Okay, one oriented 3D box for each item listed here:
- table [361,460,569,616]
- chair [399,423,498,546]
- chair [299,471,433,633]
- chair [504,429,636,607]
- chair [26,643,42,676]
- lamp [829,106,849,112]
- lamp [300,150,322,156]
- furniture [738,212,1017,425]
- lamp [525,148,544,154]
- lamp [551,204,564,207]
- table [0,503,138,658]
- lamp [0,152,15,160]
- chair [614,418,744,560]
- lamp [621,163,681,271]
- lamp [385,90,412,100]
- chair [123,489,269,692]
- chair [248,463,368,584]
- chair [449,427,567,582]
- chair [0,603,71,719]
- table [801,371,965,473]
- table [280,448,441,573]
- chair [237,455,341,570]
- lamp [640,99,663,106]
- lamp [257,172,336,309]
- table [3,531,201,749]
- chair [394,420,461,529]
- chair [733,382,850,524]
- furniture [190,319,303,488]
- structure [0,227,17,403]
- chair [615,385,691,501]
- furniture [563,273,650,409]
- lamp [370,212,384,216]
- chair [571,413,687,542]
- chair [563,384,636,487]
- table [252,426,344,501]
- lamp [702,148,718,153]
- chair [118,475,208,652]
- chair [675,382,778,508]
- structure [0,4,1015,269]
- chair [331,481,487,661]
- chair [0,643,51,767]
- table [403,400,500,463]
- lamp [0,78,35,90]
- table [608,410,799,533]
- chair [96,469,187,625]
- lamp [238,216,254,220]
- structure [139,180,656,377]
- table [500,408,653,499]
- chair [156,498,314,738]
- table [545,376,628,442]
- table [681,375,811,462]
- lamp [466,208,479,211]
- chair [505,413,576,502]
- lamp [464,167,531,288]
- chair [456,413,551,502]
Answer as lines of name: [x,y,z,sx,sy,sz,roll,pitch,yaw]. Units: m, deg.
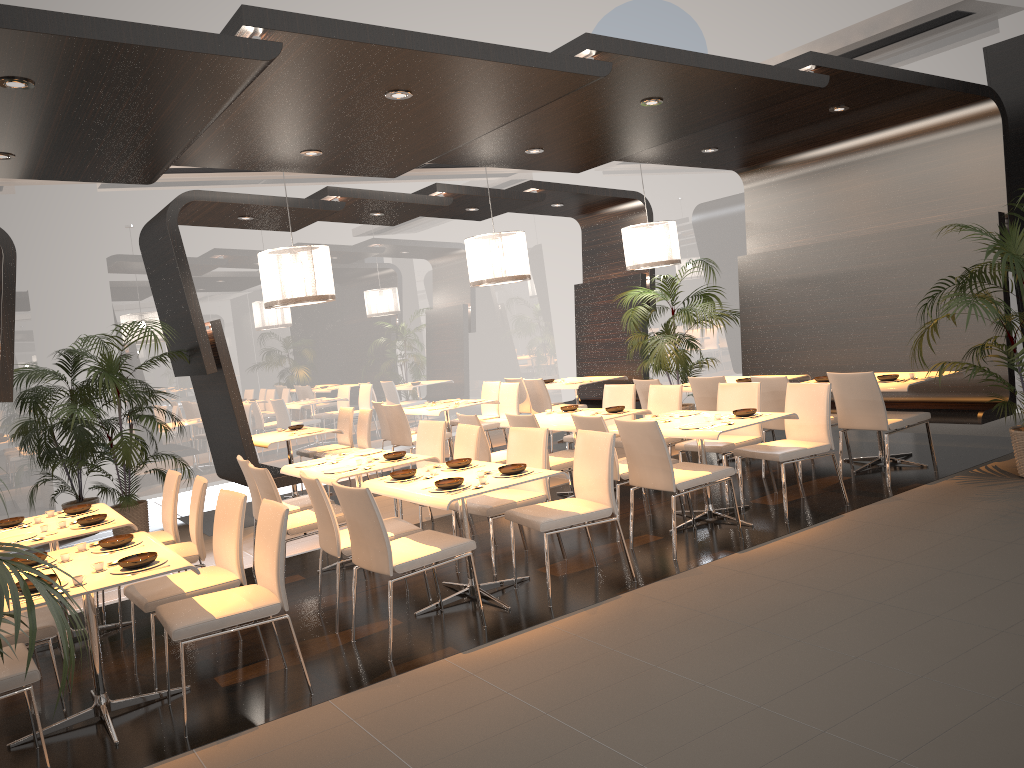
table: [-0.270,0.911,5.276,0.804,0.725,1.143,-9,3,-32]
chair: [-0.502,0.778,6.488,0.608,0.874,0.482,-8,1,-25]
chair: [-0.889,0.917,5.265,0.608,0.870,0.482,-8,1,-25]
chair: [0.326,0.758,5.251,0.608,0.870,0.482,-8,1,-25]
chair: [-3.024,1.226,4.891,0.608,0.869,0.482,-8,1,-35]
lamp: [2.763,-2.338,7.469,0.162,0.050,0.161,-9,4,-27]
lamp: [-1.482,-1.717,6.520,0.161,0.050,0.160,-10,5,-38]
furniture: [3.151,-0.552,8.430,0.761,1.674,2.892,-8,3,-32]
lamp: [0.192,-2.017,7.602,0.162,0.050,0.161,-9,4,-27]
lamp: [0.582,-2.319,11.387,0.162,0.056,0.161,-10,5,-38]
table: [-2.787,1.231,5.443,0.804,0.725,1.143,-9,3,-32]
lamp: [-3.151,-1.417,5.441,0.161,0.050,0.160,-10,5,-38]
chair: [1.076,0.620,5.820,0.608,0.874,0.482,-8,1,-30]
lamp: [1.511,-2.302,10.202,0.627,1.931,0.627,-8,0,0]
lamp: [-0.675,-1.730,5.249,0.162,0.050,0.161,-9,4,-27]
chair: [-1.692,1.067,4.699,0.608,0.874,0.482,-8,1,-35]
chair: [-1.401,0.931,5.991,0.608,0.869,0.482,-8,1,-30]
chair: [-0.048,0.767,5.830,0.608,0.874,0.482,-8,1,-35]
chair: [-2.512,1.206,4.246,0.608,0.870,0.482,-8,1,-25]
table: [3.076,0.312,7.426,0.804,0.725,1.143,-9,3,-32]
table: [-1.098,0.929,6.512,0.804,0.725,1.143,-9,3,-32]
chair: [-1.664,0.925,6.549,0.608,0.870,0.482,-8,1,-25]
lamp: [0.999,-2.030,6.330,0.162,0.050,0.161,-9,4,-27]
lamp: [-2.019,-1.668,7.921,0.627,1.931,0.626,-8,0,-4]
table: [-1.976,1.217,4.179,0.804,0.725,1.143,-9,3,-32]
chair: [-0.813,0.771,7.108,0.608,0.869,0.482,-8,1,-35]
chair: [1.976,0.464,6.316,0.608,0.874,0.482,-8,1,-25]
furniture: [-2.772,0.183,9.042,0.761,1.675,1.396,-8,1,-32]
structure: [-6.975,-0.280,6.433,5.964,1.727,1.396,-10,3,-32]
chair: [1.169,0.476,7.571,0.608,0.869,0.482,-8,1,-30]
furniture: [1.114,-0.514,11.553,0.761,1.675,1.396,-8,1,-32]
lamp: [-1.531,-1.939,10.021,0.162,0.056,0.161,-10,5,-38]
chair: [0.823,0.611,6.391,0.608,0.874,0.482,-8,1,-25]
chair: [0.858,0.471,8.192,0.608,0.869,0.482,-8,1,-35]
table: [-2.315,0.884,9.302,0.804,0.725,1.143,-9,3,-32]
lamp: [1.956,-2.325,8.741,0.162,0.050,0.161,-9,4,-27]
chair: [-2.143,1.069,5.452,0.608,0.870,0.482,-8,1,-25]
chair: [1.665,0.460,6.937,0.608,0.874,0.482,-8,1,-35]
structure: [-0.932,-1.043,5.899,10.718,1.736,2.891,-10,4,-32]
chair: [-0.573,0.913,4.756,0.608,0.869,0.482,-8,1,-35]
chair: [-2.282,1.225,3.583,0.608,0.869,0.482,-8,1,-35]
table: [-0.731,0.601,10.312,0.804,0.725,1.143,-9,3,-32]
lamp: [-2.344,-1.430,4.170,0.161,0.050,0.160,-9,4,-27]
table: [1.379,0.615,6.341,0.804,0.725,1.143,-9,3,-32]
chair: [-2.504,1.079,5.964,0.608,0.869,0.482,-8,1,-30]
lamp: [-2.778,-1.743,9.217,0.161,0.054,0.160,-9,4,-27]
structure: [-0.995,-1.353,10.298,5.964,1.727,1.396,-10,3,-32]
table: [0.677,0.610,7.665,1.058,0.725,1.143,-9,3,-32]
chair: [-1.331,1.057,4.188,0.608,0.874,0.482,-8,1,-30]
table: [0.861,0.316,11.332,0.804,0.725,1.143,-9,3,-32]
table: [2.249,0.330,8.663,0.804,0.725,1.143,-9,3,-32]
lamp: [-0.483,-2.128,10.698,0.162,0.056,0.161,-10,5,-38]
chair: [0.344,0.625,7.056,0.608,0.874,0.482,-8,1,-30]
lamp: [-0.240,-1.987,9.071,0.627,1.931,0.626,-8,0,-4]
chair: [-0.092,0.641,7.587,0.608,0.870,0.482,-8,1,-25]
